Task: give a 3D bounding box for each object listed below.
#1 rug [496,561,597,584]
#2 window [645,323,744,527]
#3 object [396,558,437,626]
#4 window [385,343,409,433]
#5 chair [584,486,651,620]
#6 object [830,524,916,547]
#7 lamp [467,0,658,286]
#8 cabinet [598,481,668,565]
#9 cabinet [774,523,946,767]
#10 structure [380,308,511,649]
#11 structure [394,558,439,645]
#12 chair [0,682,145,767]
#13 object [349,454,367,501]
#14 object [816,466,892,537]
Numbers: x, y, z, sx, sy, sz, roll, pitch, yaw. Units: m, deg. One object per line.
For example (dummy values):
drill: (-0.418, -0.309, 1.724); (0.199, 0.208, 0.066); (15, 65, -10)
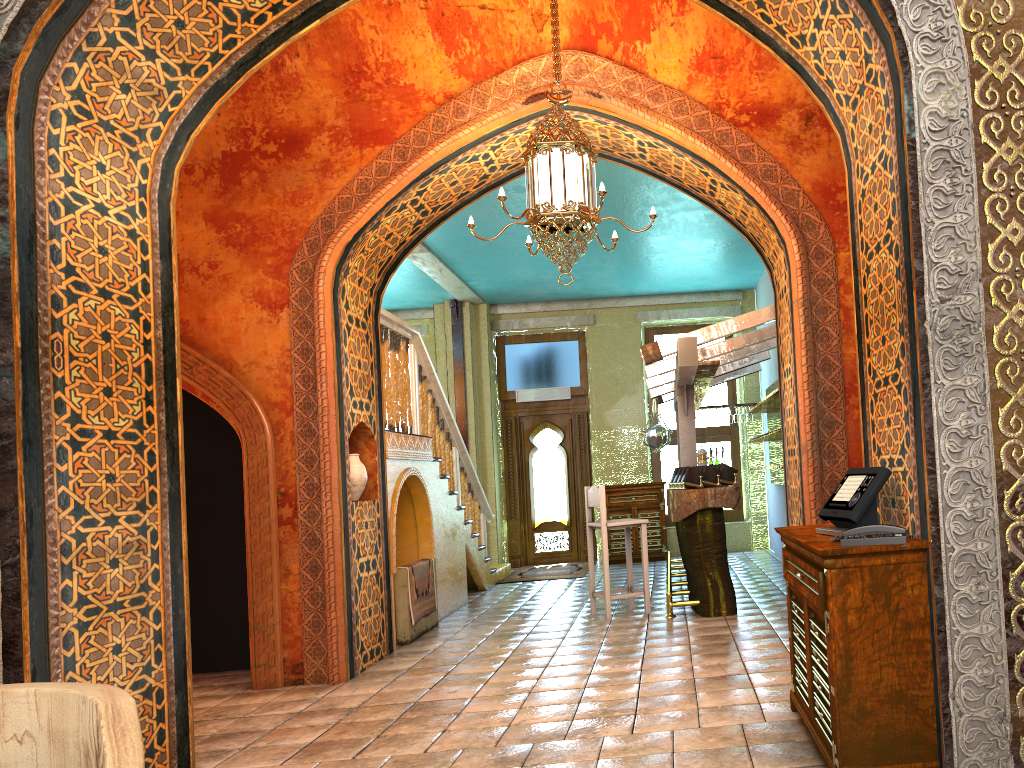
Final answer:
rug: (0.591, 2.924, 13.327); (1.304, 0.039, 2.429); (-5, -7, 7)
window: (3.119, 0.685, 14.583); (1.547, 3.415, 0.087); (-4, -2, -3)
object: (-0.922, 2.015, 8.326); (0.149, 0.554, 0.895); (-4, -5, 9)
window: (-2.240, 1.032, 14.267); (1.547, 3.415, 0.087); (-4, -2, -3)
chair: (1.091, 1.696, 8.755); (0.540, 1.334, 0.463); (-3, -2, -22)
object: (1.569, 0.659, 3.700); (0.377, 0.086, 0.346); (-6, -7, 18)
lamp: (0.308, -1.839, 5.774); (1.291, 2.362, 1.129); (-4, -3, 3)
cabinet: (2.033, 2.294, 14.031); (1.123, 1.302, 0.614); (-4, -3, 0)
cabinet: (1.666, 1.269, 4.233); (0.488, 1.051, 1.514); (-4, -5, 9)
structure: (-1.489, 1.218, 10.443); (1.779, 3.135, 5.956); (-4, -6, 9)
structure: (-0.923, 2.105, 8.338); (0.107, 0.687, 1.026); (-4, -5, 10)
chair: (-0.775, 0.969, 0.817); (0.785, 1.177, 0.696); (-4, -3, 2)
object: (-1.331, 0.774, 7.045); (0.235, 0.384, 0.269); (-5, -3, 21)
object: (1.660, 0.572, 4.161); (0.261, 0.317, 0.446); (-4, -5, -3)
